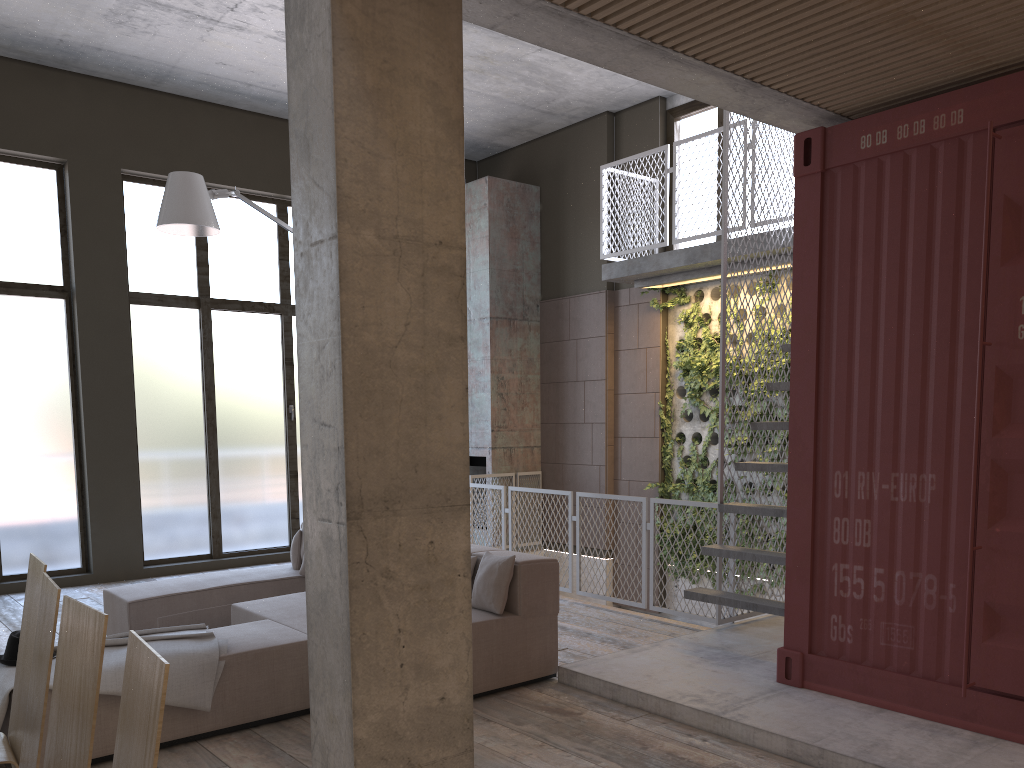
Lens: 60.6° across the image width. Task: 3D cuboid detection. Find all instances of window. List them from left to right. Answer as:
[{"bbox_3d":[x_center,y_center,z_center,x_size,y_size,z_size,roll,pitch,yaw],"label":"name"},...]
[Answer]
[{"bbox_3d":[-4.473,-0.109,9.003,9.173,4.216,0.208,0,4,-40],"label":"window"},{"bbox_3d":[2.863,-2.164,8.300,0.109,1.765,3.556,-6,3,-39],"label":"window"}]

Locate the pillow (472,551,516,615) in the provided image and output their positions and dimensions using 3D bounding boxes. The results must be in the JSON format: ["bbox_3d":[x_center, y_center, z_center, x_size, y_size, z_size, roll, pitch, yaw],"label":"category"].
[{"bbox_3d":[-0.123,1.225,5.436,0.187,0.370,0.360,-4,3,-34],"label":"pillow"}]

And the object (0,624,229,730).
[{"bbox_3d":[-2.309,1.603,4.576,1.594,0.508,1.039,0,-1,-21],"label":"object"}]

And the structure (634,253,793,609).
[{"bbox_3d":[2.330,0.472,8.837,0.999,3.863,2.613,-5,6,-39],"label":"structure"}]

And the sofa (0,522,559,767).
[{"bbox_3d":[-1.798,1.512,5.785,3.001,0.793,2.990,1,-2,-39],"label":"sofa"}]

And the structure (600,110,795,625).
[{"bbox_3d":[1.830,-0.146,7.618,3.022,4.362,3.667,-3,4,-39],"label":"structure"}]

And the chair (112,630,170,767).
[{"bbox_3d":[-1.061,1.150,1.724,0.719,1.208,0.346,-3,6,-34],"label":"chair"}]

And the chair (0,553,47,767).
[{"bbox_3d":[-1.954,1.210,2.949,0.719,1.208,0.346,-3,6,-35],"label":"chair"}]

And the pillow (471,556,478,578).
[{"bbox_3d":[-0.388,1.276,5.730,0.186,0.362,0.369,-4,4,-40],"label":"pillow"}]

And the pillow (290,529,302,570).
[{"bbox_3d":[-1.782,1.390,7.360,0.151,0.380,0.366,-1,2,-6],"label":"pillow"}]

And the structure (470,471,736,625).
[{"bbox_3d":[1.018,1.481,8.926,1.920,0.942,4.417,0,-2,-39],"label":"structure"}]

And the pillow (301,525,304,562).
[{"bbox_3d":[-1.573,1.250,7.139,0.220,0.563,0.561,-4,4,-37],"label":"pillow"}]

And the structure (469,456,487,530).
[{"bbox_3d":[-0.408,1.376,11.148,0.056,0.938,0.573,-6,6,-39],"label":"structure"}]

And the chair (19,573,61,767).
[{"bbox_3d":[-1.683,1.190,2.520,0.719,1.208,0.346,-3,6,-34],"label":"chair"}]

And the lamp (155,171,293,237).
[{"bbox_3d":[-1.518,0.255,7.217,0.752,3.463,2.611,4,5,39],"label":"lamp"}]

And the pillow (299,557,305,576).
[{"bbox_3d":[-1.489,1.342,6.886,0.376,0.376,0.167,0,5,24],"label":"pillow"}]

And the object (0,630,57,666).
[{"bbox_3d":[-2.453,1.331,4.452,0.301,0.170,0.297,-1,0,38],"label":"object"}]

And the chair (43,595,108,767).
[{"bbox_3d":[-1.375,1.170,2.119,0.718,1.208,0.347,-4,6,-42],"label":"chair"}]
